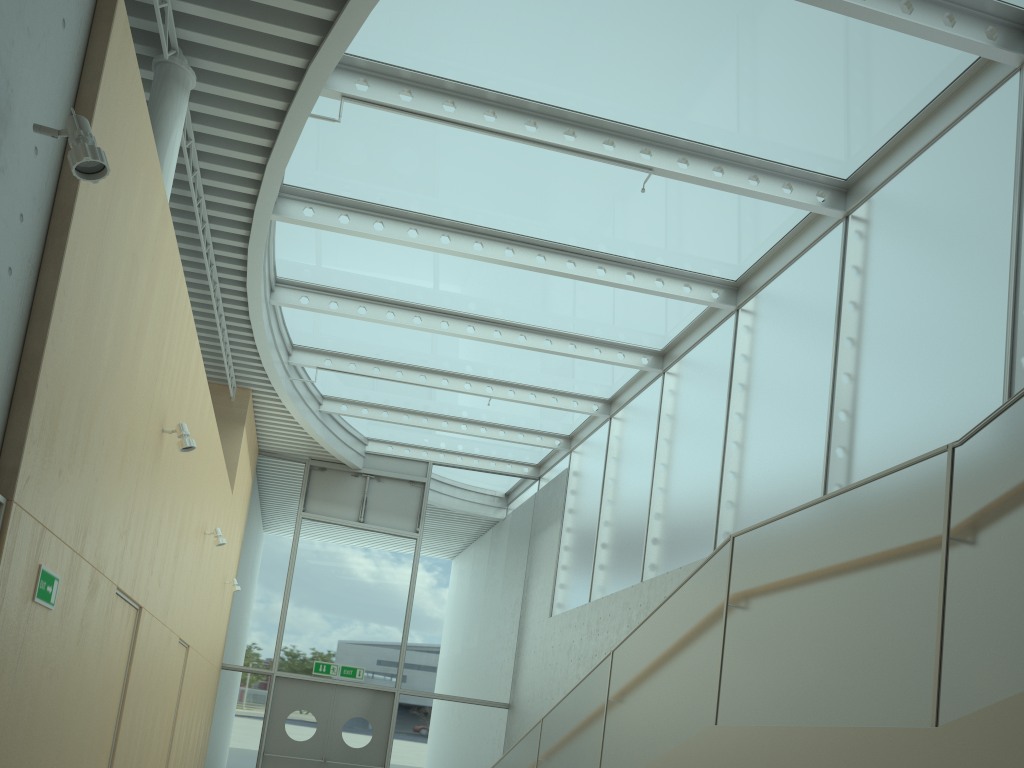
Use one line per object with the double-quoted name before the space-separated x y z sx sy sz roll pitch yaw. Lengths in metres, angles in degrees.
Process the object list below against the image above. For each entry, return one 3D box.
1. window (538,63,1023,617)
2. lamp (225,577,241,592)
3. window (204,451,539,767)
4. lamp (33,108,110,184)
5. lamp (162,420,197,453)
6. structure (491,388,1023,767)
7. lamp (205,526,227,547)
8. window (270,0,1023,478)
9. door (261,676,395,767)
"window" 1.782 0.791 9.469 0.030 2.602 16.546 9 -23 -12
"lamp" -3.798 2.732 11.561 0.241 0.187 0.144 19 -17 -32
"window" -2.169 4.076 14.037 4.921 6.007 0.113 11 -8 -14
"lamp" -1.404 -0.779 2.722 0.241 0.187 0.144 19 -17 -32
"lamp" -2.164 0.337 5.532 0.241 0.187 0.144 19 -17 -32
"structure" 2.178 1.215 3.248 1.907 3.989 13.332 10 -22 -11
"lamp" -2.978 1.530 8.536 0.241 0.187 0.144 19 -17 -32
"window" -0.493 1.766 8.732 4.839 5.938 16.731 10 -22 -11
"door" -2.971 5.852 13.622 1.947 2.014 0.180 11 -9 -14
